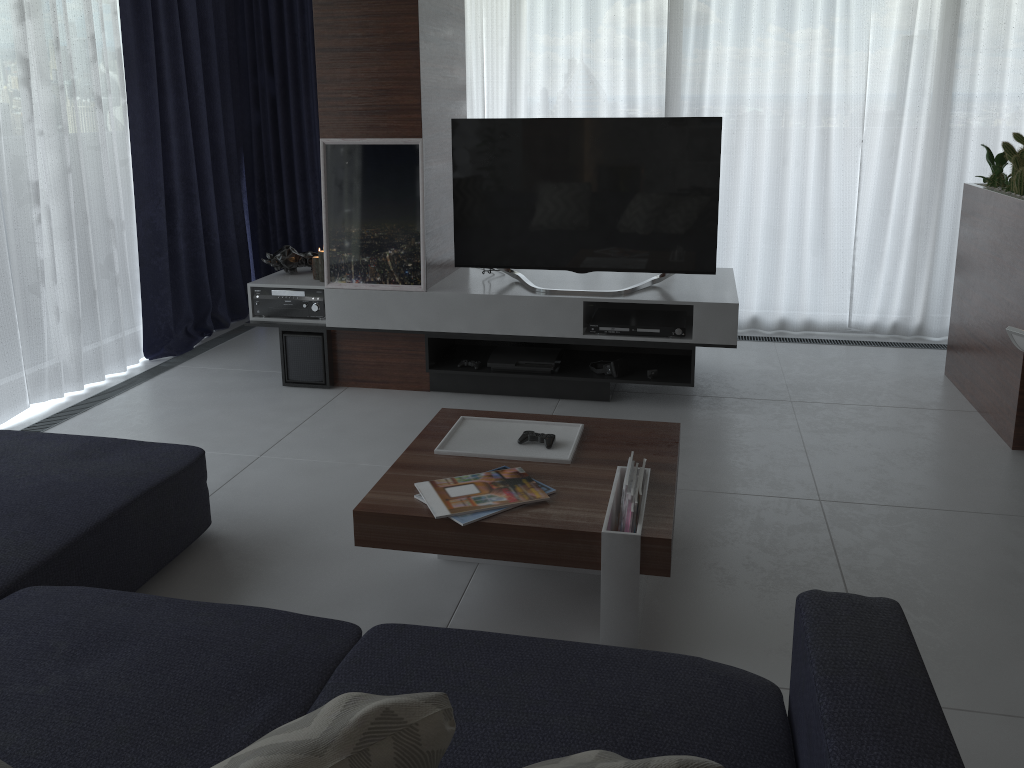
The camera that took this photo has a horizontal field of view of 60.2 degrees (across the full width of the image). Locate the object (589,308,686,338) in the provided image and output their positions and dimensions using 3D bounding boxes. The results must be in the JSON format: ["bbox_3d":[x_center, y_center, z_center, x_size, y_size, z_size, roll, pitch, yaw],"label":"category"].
[{"bbox_3d":[0.590,-0.284,4.098,0.430,0.052,0.343,3,18,12],"label":"object"}]

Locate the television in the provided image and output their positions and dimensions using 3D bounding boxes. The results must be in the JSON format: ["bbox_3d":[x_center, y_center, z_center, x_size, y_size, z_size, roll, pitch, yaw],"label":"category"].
[{"bbox_3d":[0.327,-0.834,4.096,1.231,0.771,0.303,3,14,12],"label":"television"}]

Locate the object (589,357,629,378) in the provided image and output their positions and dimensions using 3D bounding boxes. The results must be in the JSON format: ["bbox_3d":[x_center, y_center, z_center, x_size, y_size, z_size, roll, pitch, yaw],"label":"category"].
[{"bbox_3d":[0.442,-0.090,4.107,0.185,0.077,0.118,14,22,40],"label":"object"}]

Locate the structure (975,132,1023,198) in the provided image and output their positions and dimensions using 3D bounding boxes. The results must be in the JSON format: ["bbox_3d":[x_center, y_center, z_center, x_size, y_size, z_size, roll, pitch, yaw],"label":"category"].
[{"bbox_3d":[2.153,-0.927,3.730,0.223,0.280,1.021,3,17,14],"label":"structure"}]

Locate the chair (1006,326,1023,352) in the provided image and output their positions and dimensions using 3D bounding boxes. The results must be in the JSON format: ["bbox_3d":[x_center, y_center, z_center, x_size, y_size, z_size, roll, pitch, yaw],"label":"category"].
[{"bbox_3d":[1.696,0.202,2.521,0.464,0.695,0.404,-4,15,-15],"label":"chair"}]

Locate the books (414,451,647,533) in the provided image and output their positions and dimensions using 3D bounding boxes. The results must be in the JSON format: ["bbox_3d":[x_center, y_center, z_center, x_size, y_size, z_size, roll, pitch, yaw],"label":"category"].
[{"bbox_3d":[3.817,0.156,2.910,8.239,0.365,0.413,-3,16,-9],"label":"books"}]

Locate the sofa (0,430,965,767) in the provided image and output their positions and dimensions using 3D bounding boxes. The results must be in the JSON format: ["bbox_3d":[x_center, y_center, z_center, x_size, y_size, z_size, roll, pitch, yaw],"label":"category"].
[{"bbox_3d":[-0.735,0.492,1.832,2.874,0.596,1.940,3,17,12],"label":"sofa"}]

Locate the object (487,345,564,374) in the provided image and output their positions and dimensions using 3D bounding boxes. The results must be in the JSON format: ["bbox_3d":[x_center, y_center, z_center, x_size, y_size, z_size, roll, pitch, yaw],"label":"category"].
[{"bbox_3d":[0.070,-0.125,4.239,0.314,0.066,0.320,3,18,12],"label":"object"}]

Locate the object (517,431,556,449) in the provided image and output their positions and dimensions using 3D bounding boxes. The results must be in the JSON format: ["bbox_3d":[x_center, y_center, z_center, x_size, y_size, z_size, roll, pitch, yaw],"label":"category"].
[{"bbox_3d":[0.078,0.162,2.668,0.113,0.036,0.072,7,18,24],"label":"object"}]

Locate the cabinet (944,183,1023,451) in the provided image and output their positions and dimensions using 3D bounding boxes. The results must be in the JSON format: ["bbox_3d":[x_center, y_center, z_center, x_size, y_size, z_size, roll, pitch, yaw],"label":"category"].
[{"bbox_3d":[2.191,-0.755,2.553,0.787,2.498,3.405,2,16,12],"label":"cabinet"}]

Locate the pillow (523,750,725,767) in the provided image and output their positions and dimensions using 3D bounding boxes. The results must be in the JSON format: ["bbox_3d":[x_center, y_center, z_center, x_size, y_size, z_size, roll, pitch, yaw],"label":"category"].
[{"bbox_3d":[-0.008,0.558,1.075,0.417,0.288,0.336,-8,17,-25],"label":"pillow"}]

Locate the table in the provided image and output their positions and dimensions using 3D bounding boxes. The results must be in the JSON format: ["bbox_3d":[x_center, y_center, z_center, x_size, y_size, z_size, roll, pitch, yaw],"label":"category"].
[{"bbox_3d":[0.070,0.381,2.581,0.801,0.345,0.822,3,17,12],"label":"table"}]

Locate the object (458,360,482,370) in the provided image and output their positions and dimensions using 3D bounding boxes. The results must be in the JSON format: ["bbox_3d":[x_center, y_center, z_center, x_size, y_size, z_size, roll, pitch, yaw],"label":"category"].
[{"bbox_3d":[-0.198,-0.097,4.213,0.113,0.036,0.072,7,18,24],"label":"object"}]

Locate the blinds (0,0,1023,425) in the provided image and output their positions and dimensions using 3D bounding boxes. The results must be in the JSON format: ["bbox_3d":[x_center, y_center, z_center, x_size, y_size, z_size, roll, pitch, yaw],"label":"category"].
[{"bbox_3d":[0.134,-0.667,1.972,5.806,2.716,7.284,4,17,15],"label":"blinds"}]

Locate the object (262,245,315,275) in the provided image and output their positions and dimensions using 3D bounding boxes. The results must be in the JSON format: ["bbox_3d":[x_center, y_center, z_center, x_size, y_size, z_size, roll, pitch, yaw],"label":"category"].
[{"bbox_3d":[-1.142,-0.650,4.596,0.313,0.147,0.139,-10,18,-29],"label":"object"}]

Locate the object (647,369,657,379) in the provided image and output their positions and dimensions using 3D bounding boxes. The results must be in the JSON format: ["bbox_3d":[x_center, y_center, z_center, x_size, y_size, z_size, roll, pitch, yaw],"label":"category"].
[{"bbox_3d":[0.638,-0.045,4.011,0.044,0.042,0.044,3,16,12],"label":"object"}]

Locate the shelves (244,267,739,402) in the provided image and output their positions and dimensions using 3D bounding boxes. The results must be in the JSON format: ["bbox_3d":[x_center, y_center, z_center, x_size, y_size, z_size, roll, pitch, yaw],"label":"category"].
[{"bbox_3d":[-0.075,-0.305,4.527,2.351,0.489,0.891,3,17,12],"label":"shelves"}]

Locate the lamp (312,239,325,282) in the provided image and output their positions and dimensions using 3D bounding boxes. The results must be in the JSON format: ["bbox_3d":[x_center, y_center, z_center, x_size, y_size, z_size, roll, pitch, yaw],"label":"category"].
[{"bbox_3d":[-0.945,-0.622,4.399,0.078,0.207,0.156,-8,16,-28],"label":"lamp"}]

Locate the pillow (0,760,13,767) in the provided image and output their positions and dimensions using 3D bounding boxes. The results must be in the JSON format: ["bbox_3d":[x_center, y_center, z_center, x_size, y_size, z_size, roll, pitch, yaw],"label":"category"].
[{"bbox_3d":[-0.972,0.495,1.180,0.495,0.380,0.350,3,15,12],"label":"pillow"}]

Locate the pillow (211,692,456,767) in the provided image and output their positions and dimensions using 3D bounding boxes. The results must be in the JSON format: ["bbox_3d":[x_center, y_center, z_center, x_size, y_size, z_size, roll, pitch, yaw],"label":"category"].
[{"bbox_3d":[-0.292,0.543,1.106,0.421,0.344,0.284,-11,18,-33],"label":"pillow"}]

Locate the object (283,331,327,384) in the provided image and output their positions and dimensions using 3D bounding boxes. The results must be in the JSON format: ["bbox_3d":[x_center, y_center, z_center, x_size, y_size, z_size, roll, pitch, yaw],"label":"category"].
[{"bbox_3d":[-0.990,-0.157,4.436,0.213,0.246,0.259,3,16,12],"label":"object"}]

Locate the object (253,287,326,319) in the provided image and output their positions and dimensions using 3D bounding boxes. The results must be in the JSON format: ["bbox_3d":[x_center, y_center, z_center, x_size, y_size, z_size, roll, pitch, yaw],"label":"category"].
[{"bbox_3d":[-1.062,-0.443,4.497,0.370,0.147,0.376,3,17,12],"label":"object"}]

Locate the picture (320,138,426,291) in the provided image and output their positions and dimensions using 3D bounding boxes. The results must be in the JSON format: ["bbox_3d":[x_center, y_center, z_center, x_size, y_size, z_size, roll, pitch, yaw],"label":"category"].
[{"bbox_3d":[-0.645,-0.785,4.108,0.500,0.687,0.054,3,13,12],"label":"picture"}]
